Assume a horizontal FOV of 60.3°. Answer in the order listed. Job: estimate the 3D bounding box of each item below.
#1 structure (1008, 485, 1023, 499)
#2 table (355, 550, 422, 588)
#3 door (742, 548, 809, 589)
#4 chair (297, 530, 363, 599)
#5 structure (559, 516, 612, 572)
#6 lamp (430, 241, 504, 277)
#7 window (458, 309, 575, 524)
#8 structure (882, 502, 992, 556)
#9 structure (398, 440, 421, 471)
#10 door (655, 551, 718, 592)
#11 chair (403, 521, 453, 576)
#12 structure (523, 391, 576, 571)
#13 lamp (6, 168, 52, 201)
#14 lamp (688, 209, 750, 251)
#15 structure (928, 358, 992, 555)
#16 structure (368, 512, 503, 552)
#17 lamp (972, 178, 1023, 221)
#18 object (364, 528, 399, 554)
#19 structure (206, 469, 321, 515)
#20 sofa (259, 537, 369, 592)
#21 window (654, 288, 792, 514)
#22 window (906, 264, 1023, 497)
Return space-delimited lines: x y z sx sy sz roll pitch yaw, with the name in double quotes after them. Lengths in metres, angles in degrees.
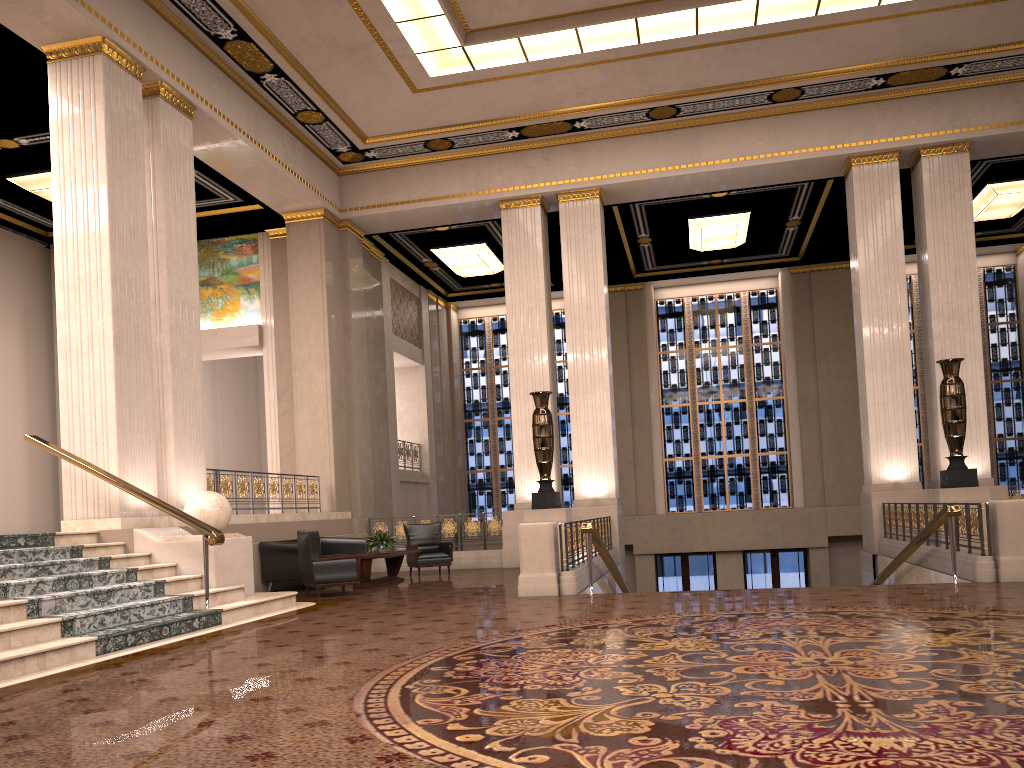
8.858 1.805 13.409 2.538 0.652 0.032 -5 -2 12 "structure"
-1.914 2.659 12.677 0.840 0.433 1.486 -4 -8 12 "table"
6.279 5.234 20.847 1.493 2.714 0.155 -4 -2 12 "door"
-2.321 2.255 11.133 0.716 0.840 0.653 -1 -5 -28 "chair"
1.108 2.121 12.110 0.079 0.533 4.973 -3 -8 12 "structure"
-0.908 -2.653 19.141 1.169 0.213 2.032 -5 -8 12 "lamp"
0.180 0.855 22.730 2.992 5.338 0.069 -4 -2 12 "window"
5.240 1.782 11.226 0.079 0.533 4.974 -3 -8 11 "structure"
-2.381 1.590 19.493 0.031 0.663 2.171 -3 -8 12 "structure"
4.240 5.401 21.284 1.493 2.714 0.155 -4 -2 12 "door"
-1.356 2.663 14.281 0.647 0.840 0.723 -1 -5 -23 "chair"
0.534 1.519 13.781 0.701 2.778 0.702 -3 -2 12 "structure"
-6.825 -3.106 13.944 1.718 0.213 1.177 -5 -8 12 "lamp"
4.227 -3.075 18.042 1.169 0.213 2.032 -5 -8 12 "lamp"
6.322 1.044 12.542 0.701 2.778 0.702 -3 -2 12 "structure"
-1.338 2.644 15.592 2.538 0.652 0.032 -5 -2 12 "structure"
9.451 -3.504 16.924 1.169 0.213 2.032 -5 -8 12 "lamp"
-1.861 2.230 12.557 0.505 0.374 0.525 -9 -8 44 "object"
-3.652 1.632 13.144 0.032 0.620 3.722 -3 -8 12 "structure"
-2.817 2.600 12.877 0.876 0.702 1.937 -4 -8 12 "sofa"
5.162 0.446 21.663 2.992 5.338 0.069 -4 -2 12 "window"
10.316 0.022 20.560 2.992 5.338 0.069 -4 -2 12 "window"
